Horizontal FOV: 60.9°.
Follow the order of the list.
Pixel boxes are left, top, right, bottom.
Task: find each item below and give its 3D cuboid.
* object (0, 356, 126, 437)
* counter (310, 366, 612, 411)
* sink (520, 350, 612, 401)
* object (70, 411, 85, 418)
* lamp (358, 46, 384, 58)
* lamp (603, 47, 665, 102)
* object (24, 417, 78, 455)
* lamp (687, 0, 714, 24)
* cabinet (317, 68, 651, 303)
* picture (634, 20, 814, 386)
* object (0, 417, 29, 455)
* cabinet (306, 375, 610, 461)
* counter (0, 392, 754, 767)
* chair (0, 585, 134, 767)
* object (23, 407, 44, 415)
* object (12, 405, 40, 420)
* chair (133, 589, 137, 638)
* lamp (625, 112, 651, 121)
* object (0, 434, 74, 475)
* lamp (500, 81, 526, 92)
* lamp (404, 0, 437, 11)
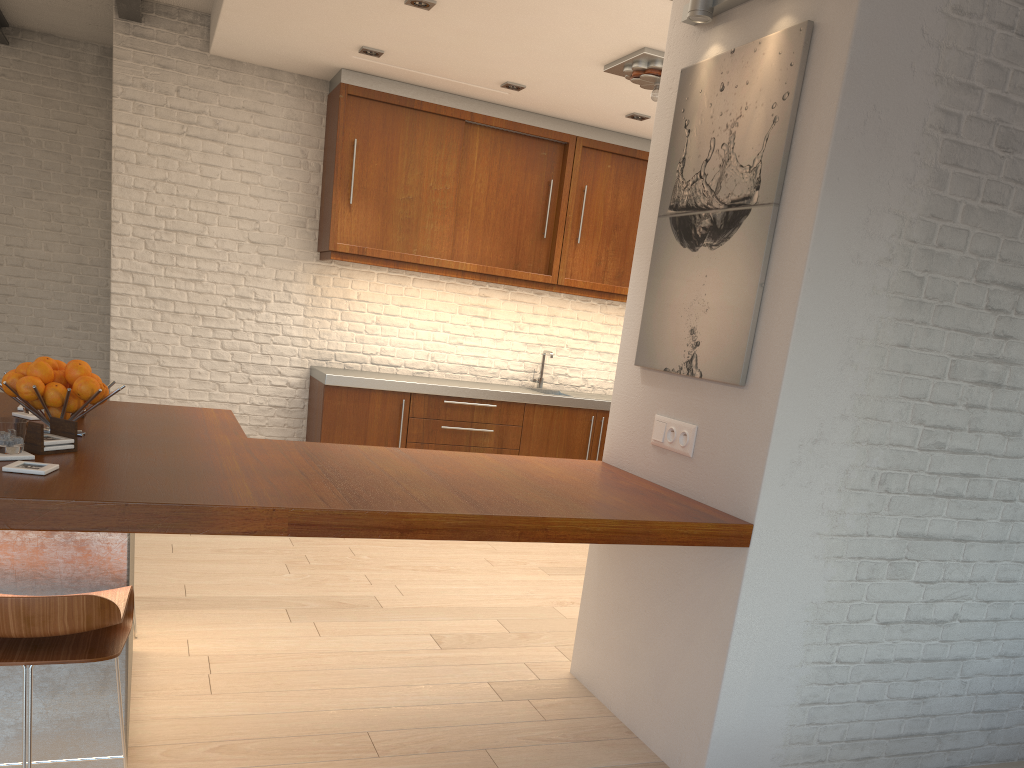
[{"bbox_3d":[-1.348,0.039,2.593,0.359,0.229,0.359,12,8,32],"label":"object"},{"bbox_3d":[0.711,0.252,5.447,3.346,0.072,3.406,6,5,-23],"label":"counter"},{"bbox_3d":[0.540,-0.004,6.841,0.861,0.443,0.499,5,9,-23],"label":"sink"},{"bbox_3d":[-1.504,0.063,2.966,0.094,0.085,0.110,4,9,-23],"label":"object"},{"bbox_3d":[-0.813,-1.941,5.042,0.124,0.057,0.119,5,6,-23],"label":"lamp"},{"bbox_3d":[0.780,-1.604,4.663,0.452,0.176,0.435,5,6,-23],"label":"lamp"},{"bbox_3d":[-1.261,0.139,2.364,0.093,0.085,0.112,11,8,22],"label":"object"},{"bbox_3d":[0.611,-1.228,2.799,0.079,0.108,0.077,8,11,5],"label":"lamp"},{"bbox_3d":[0.315,-1.283,6.466,3.355,1.207,0.443,5,12,-23],"label":"cabinet"},{"bbox_3d":[0.645,-0.537,2.827,0.020,1.049,0.630,1,13,-23],"label":"picture"},{"bbox_3d":[-1.283,0.133,2.221,0.091,0.087,0.088,6,9,-8],"label":"object"},{"bbox_3d":[1.012,-0.274,5.702,4.694,2.927,2.235,11,11,31],"label":"cabinet"},{"bbox_3d":[-0.790,0.675,2.998,2.506,0.951,1.629,5,7,-23],"label":"counter"},{"bbox_3d":[-1.090,0.788,1.991,0.406,0.801,0.406,2,13,-22],"label":"chair"},{"bbox_3d":[-1.545,0.055,2.823,0.091,0.087,0.088,3,10,-25],"label":"object"},{"bbox_3d":[-1.543,0.087,2.914,0.206,0.036,0.277,6,5,-23],"label":"object"},{"bbox_3d":[-1.716,0.595,3.503,0.406,0.801,0.406,2,13,-22],"label":"chair"},{"bbox_3d":[0.831,-1.777,5.733,0.124,0.057,0.119,5,6,-23],"label":"lamp"},{"bbox_3d":[-1.255,0.174,2.239,0.199,0.036,0.382,6,5,-19],"label":"object"},{"bbox_3d":[0.009,-1.859,5.387,0.124,0.057,0.119,5,6,-23],"label":"lamp"},{"bbox_3d":[-0.432,-1.824,4.122,0.124,0.057,0.119,5,6,-23],"label":"lamp"}]
